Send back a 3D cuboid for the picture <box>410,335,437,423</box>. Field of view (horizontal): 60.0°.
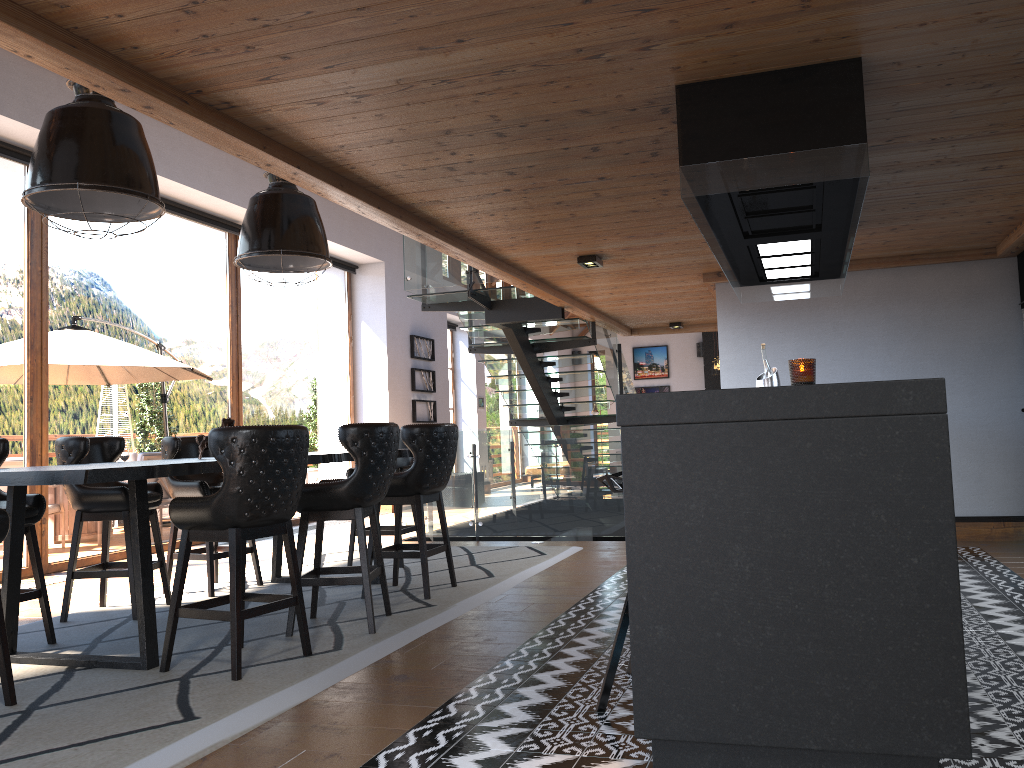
[{"bbox_3d":[-1.351,-0.064,13.574,0.059,1.313,0.779,-3,-4,18],"label":"picture"}]

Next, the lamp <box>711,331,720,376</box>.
[{"bbox_3d":[4.274,-1.293,18.645,0.260,2.203,0.805,-3,-4,9],"label":"lamp"}]

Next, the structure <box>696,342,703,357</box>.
[{"bbox_3d":[4.574,-0.828,21.474,0.212,0.350,0.215,-3,-4,18],"label":"structure"}]

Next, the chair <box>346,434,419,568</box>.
[{"bbox_3d":[-1.009,0.909,7.153,0.501,1.093,0.571,-3,-4,17],"label":"chair"}]

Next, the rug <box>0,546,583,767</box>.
[{"bbox_3d":[-1.443,1.375,5.496,2.533,0.047,5.667,-3,-4,18],"label":"rug"}]

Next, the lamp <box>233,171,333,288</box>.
[{"bbox_3d":[-1.567,-2.977,5.926,0.627,4.689,0.615,0,-5,-27],"label":"lamp"}]

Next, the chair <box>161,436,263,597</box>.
[{"bbox_3d":[-2.119,0.901,6.132,0.562,1.093,0.509,-4,-4,27],"label":"chair"}]

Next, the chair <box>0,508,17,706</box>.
[{"bbox_3d":[-2.251,0.728,3.300,0.501,1.093,0.571,-3,-4,17],"label":"chair"}]

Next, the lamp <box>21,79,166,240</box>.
[{"bbox_3d":[-2.078,-3.048,4.409,0.627,4.689,0.615,0,-5,-27],"label":"lamp"}]

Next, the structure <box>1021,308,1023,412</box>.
[{"bbox_3d":[4.122,-0.154,6.876,0.253,0.946,0.601,-3,-4,18],"label":"structure"}]

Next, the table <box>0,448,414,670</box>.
[{"bbox_3d":[-1.621,0.911,5.239,1.419,0.950,3.821,-3,-4,18],"label":"table"}]

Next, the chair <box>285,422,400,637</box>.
[{"bbox_3d":[-0.879,0.763,4.787,0.568,1.093,0.504,-2,-4,2],"label":"chair"}]

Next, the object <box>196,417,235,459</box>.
[{"bbox_3d":[-1.761,0.322,5.267,0.222,0.254,0.115,-1,-4,-20],"label":"object"}]

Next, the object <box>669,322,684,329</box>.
[{"bbox_3d":[2.146,-0.768,11.564,0.154,0.068,0.263,-3,-4,18],"label":"object"}]

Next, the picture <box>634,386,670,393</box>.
[{"bbox_3d":[3.465,0.468,21.828,0.873,0.817,0.036,-3,-4,17],"label":"picture"}]

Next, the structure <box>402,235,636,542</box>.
[{"bbox_3d":[-1.666,1.319,10.865,9.145,6.404,11.096,-3,-4,18],"label":"structure"}]

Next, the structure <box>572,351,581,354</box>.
[{"bbox_3d":[1.639,-0.660,22.389,0.212,0.350,0.215,-3,-4,18],"label":"structure"}]

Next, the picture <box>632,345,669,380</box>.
[{"bbox_3d":[3.428,-0.525,21.900,0.873,0.817,0.036,-3,-4,17],"label":"picture"}]

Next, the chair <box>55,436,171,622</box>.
[{"bbox_3d":[-2.444,0.859,5.371,0.568,1.093,0.504,-2,-4,2],"label":"chair"}]

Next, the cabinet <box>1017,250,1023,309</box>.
[{"bbox_3d":[3.374,-0.089,4.041,0.539,2.382,6.471,-3,-4,18],"label":"cabinet"}]

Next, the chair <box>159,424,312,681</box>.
[{"bbox_3d":[-1.203,0.740,4.025,0.562,1.093,0.509,-4,-4,27],"label":"chair"}]

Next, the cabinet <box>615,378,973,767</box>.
[{"bbox_3d":[1.514,0.663,4.717,0.882,1.104,4.831,-3,-4,18],"label":"cabinet"}]

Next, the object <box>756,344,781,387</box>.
[{"bbox_3d":[1.739,-0.048,6.031,0.224,0.453,0.226,-3,-4,18],"label":"object"}]

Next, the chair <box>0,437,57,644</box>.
[{"bbox_3d":[-2.706,0.813,4.439,0.564,1.093,0.507,-3,-4,17],"label":"chair"}]

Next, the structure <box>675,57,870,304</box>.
[{"bbox_3d":[1.524,-0.930,5.007,0.706,0.476,3.271,-3,-4,18],"label":"structure"}]

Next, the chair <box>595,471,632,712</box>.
[{"bbox_3d":[0.588,0.749,3.368,0.466,0.840,0.542,-3,-4,19],"label":"chair"}]

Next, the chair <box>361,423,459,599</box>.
[{"bbox_3d":[-0.616,0.809,5.719,0.564,1.093,0.507,-3,-4,17],"label":"chair"}]

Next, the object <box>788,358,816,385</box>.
[{"bbox_3d":[0.855,-0.031,2.608,0.080,0.081,0.078,0,-4,-27],"label":"object"}]

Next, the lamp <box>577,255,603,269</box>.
[{"bbox_3d":[0.622,-0.977,7.045,0.154,0.068,0.263,-3,-4,18],"label":"lamp"}]

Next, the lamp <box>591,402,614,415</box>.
[{"bbox_3d":[2.168,1.212,20.981,0.521,1.900,1.337,-5,-5,39],"label":"lamp"}]
